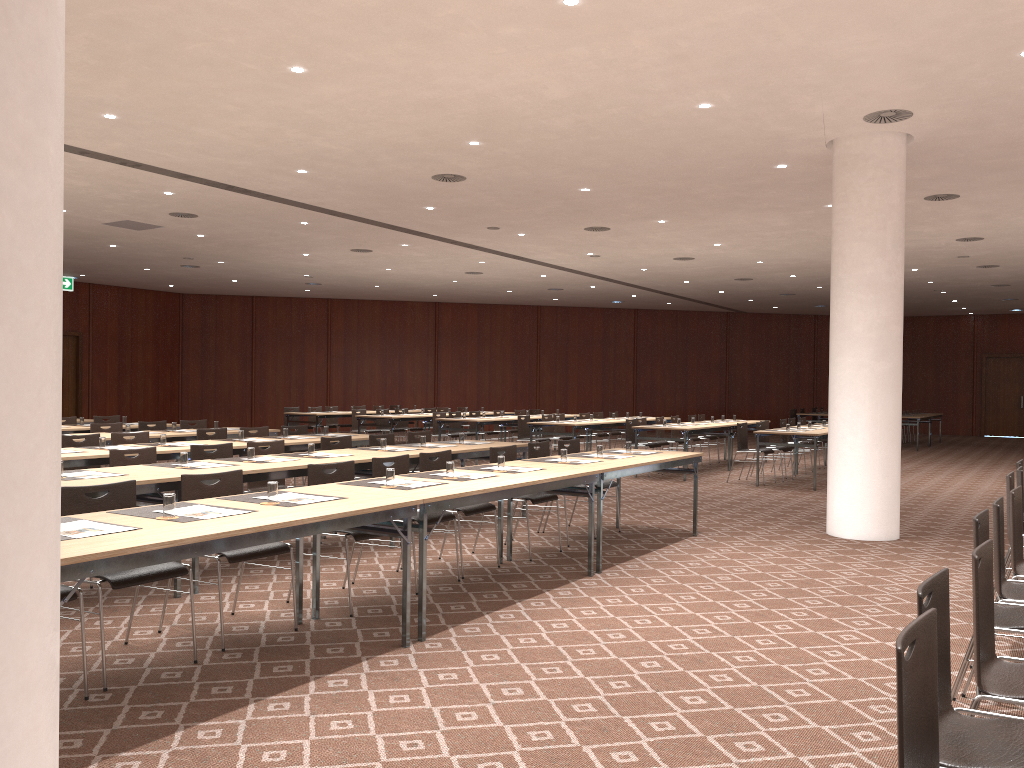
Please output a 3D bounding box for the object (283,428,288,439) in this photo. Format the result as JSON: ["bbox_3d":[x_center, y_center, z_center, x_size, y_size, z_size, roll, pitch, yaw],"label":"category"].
[{"bbox_3d":[-2.597,0.568,10.175,0.054,0.114,0.054,1,0,-24],"label":"object"}]

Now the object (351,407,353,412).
[{"bbox_3d":[-3.580,0.563,19.850,0.054,0.114,0.054,1,0,21],"label":"object"}]

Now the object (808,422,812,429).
[{"bbox_3d":[4.875,0.672,14.518,0.054,0.114,0.054,1,0,-1],"label":"object"}]

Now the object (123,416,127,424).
[{"bbox_3d":[-5.621,0.529,12.870,0.054,0.114,0.054,1,0,-1],"label":"object"}]

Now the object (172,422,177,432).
[{"bbox_3d":[-4.286,0.546,11.251,0.054,0.114,0.054,1,0,-24],"label":"object"}]

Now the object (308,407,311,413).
[{"bbox_3d":[-4.278,0.552,18.748,0.054,0.114,0.054,1,0,21],"label":"object"}]

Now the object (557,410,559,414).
[{"bbox_3d":[1.013,0.624,19.621,0.054,0.114,0.054,1,0,-1],"label":"object"}]

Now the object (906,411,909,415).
[{"bbox_3d":[10.326,0.752,23.149,0.054,0.114,0.054,1,0,-24],"label":"object"}]

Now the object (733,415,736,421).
[{"bbox_3d":[4.393,0.668,17.501,0.054,0.114,0.054,1,0,-1],"label":"object"}]

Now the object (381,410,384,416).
[{"bbox_3d":[-2.582,0.574,17.673,0.054,0.114,0.054,1,0,21],"label":"object"}]

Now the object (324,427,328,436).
[{"bbox_3d":[-2.252,0.573,10.736,0.054,0.114,0.054,1,0,-1],"label":"object"}]

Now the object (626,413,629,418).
[{"bbox_3d":[2.350,0.641,18.015,0.054,0.114,0.054,1,0,-1],"label":"object"}]

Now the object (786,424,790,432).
[{"bbox_3d":[4.172,0.661,13.405,0.054,0.114,0.054,1,0,-1],"label":"object"}]

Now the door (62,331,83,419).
[{"bbox_3d":[-11.888,-0.004,22.067,0.200,2.700,2.423,1,0,32],"label":"door"}]

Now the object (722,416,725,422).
[{"bbox_3d":[4.034,0.662,16.946,0.054,0.114,0.054,1,0,-1],"label":"object"}]

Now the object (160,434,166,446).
[{"bbox_3d":[-3.466,0.555,8.813,0.054,0.114,0.054,1,0,-24],"label":"object"}]

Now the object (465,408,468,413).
[{"bbox_3d":[-1.036,0.597,20.151,0.054,0.114,0.054,1,0,-1],"label":"object"}]

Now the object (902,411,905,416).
[{"bbox_3d":[9.981,0.747,22.603,0.054,0.114,0.054,1,0,-24],"label":"object"}]

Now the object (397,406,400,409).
[{"bbox_3d":[-2.717,0.575,21.227,0.054,0.114,0.054,1,0,-1],"label":"object"}]

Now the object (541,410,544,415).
[{"bbox_3d":[0.661,0.619,19.074,0.054,0.114,0.054,1,0,-1],"label":"object"}]

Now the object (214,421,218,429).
[{"bbox_3d":[-3.937,0.551,11.801,0.054,0.114,0.054,1,0,-1],"label":"object"}]

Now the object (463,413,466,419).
[{"bbox_3d":[-0.891,0.596,16.608,0.054,0.114,0.054,1,0,21],"label":"object"}]

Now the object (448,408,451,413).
[{"bbox_3d":[-1.381,0.592,19.596,0.054,0.114,0.054,1,0,-1],"label":"object"}]

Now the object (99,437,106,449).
[{"bbox_3d":[-3.815,0.550,8.260,0.054,0.114,0.054,1,0,-24],"label":"object"}]

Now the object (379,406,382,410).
[{"bbox_3d":[-3.068,0.570,20.673,0.054,0.114,0.054,1,0,-1],"label":"object"}]

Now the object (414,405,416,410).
[{"bbox_3d":[-2.377,0.580,21.774,0.054,0.114,0.054,1,0,-1],"label":"object"}]

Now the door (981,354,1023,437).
[{"bbox_3d":[16.466,0.383,28.497,2.422,2.700,0.200,1,1,32],"label":"door"}]

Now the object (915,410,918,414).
[{"bbox_3d":[11.190,0.765,24.529,0.054,0.114,0.054,1,0,-1],"label":"object"}]

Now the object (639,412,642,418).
[{"bbox_3d":[2.697,0.646,18.560,0.054,0.114,0.054,1,0,-1],"label":"object"}]

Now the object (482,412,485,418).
[{"bbox_3d":[-0.544,0.601,17.157,0.054,0.114,0.054,1,0,21],"label":"object"}]

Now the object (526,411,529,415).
[{"bbox_3d":[0.323,0.614,18.531,0.054,0.114,0.054,1,0,-1],"label":"object"}]

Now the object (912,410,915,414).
[{"bbox_3d":[10.854,0.760,23.973,0.054,0.114,0.054,1,0,-1],"label":"object"}]

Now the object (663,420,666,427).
[{"bbox_3d":[2.492,0.640,14.475,0.054,0.114,0.054,1,0,21],"label":"object"}]

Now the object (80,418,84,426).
[{"bbox_3d":[-5.977,0.524,12.323,0.054,0.114,0.054,1,0,-24],"label":"object"}]

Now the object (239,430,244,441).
[{"bbox_3d":[-2.940,0.563,9.630,0.054,0.114,0.054,1,0,-24],"label":"object"}]

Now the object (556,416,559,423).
[{"bbox_3d":[0.803,0.618,15.545,0.054,0.114,0.054,1,0,21],"label":"object"}]

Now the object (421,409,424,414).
[{"bbox_3d":[-1.894,0.584,18.780,0.054,0.114,0.054,1,0,21],"label":"object"}]

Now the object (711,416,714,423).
[{"bbox_3d":[3.706,0.658,16.393,0.054,0.114,0.054,1,0,-1],"label":"object"}]

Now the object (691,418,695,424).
[{"bbox_3d":[3.180,0.650,15.574,0.054,0.114,0.054,1,0,21],"label":"object"}]

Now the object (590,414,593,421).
[{"bbox_3d":[1.494,0.628,16.646,0.054,0.114,0.054,1,0,21],"label":"object"}]

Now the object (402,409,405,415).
[{"bbox_3d":[-2.238,0.579,18.242,0.054,0.114,0.054,1,0,21],"label":"object"}]

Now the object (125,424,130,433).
[{"bbox_3d":[-4.628,0.541,10.685,0.054,0.114,0.054,1,0,-24],"label":"object"}]

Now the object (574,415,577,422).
[{"bbox_3d":[1.147,0.623,16.085,0.054,0.114,0.054,1,0,21],"label":"object"}]

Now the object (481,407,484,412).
[{"bbox_3d":[-0.687,0.602,20.698,0.054,0.114,0.054,1,0,-1],"label":"object"}]

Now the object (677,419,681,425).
[{"bbox_3d":[2.829,0.645,15.025,0.054,0.114,0.054,1,0,21],"label":"object"}]

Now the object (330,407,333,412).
[{"bbox_3d":[-3.933,0.557,19.310,0.054,0.114,0.054,1,0,21],"label":"object"}]

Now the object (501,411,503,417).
[{"bbox_3d":[-0.199,0.606,17.709,0.054,0.114,0.054,1,0,21],"label":"object"}]

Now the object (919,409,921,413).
[{"bbox_3d":[11.530,0.770,25.074,0.054,0.114,0.054,1,0,-1],"label":"object"}]

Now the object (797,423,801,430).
[{"bbox_3d":[4.517,0.666,13.964,0.054,0.114,0.054,1,0,-1],"label":"object"}]

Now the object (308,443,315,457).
[{"bbox_3d":[-1.753,0.577,7.744,0.054,0.114,0.054,1,0,-24],"label":"object"}]

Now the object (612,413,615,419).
[{"bbox_3d":[2.003,0.636,17.465,0.054,0.114,0.054,1,0,-1],"label":"object"}]

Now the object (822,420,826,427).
[{"bbox_3d":[5.397,0.679,15.329,0.054,0.114,0.054,1,0,-24],"label":"object"}]
